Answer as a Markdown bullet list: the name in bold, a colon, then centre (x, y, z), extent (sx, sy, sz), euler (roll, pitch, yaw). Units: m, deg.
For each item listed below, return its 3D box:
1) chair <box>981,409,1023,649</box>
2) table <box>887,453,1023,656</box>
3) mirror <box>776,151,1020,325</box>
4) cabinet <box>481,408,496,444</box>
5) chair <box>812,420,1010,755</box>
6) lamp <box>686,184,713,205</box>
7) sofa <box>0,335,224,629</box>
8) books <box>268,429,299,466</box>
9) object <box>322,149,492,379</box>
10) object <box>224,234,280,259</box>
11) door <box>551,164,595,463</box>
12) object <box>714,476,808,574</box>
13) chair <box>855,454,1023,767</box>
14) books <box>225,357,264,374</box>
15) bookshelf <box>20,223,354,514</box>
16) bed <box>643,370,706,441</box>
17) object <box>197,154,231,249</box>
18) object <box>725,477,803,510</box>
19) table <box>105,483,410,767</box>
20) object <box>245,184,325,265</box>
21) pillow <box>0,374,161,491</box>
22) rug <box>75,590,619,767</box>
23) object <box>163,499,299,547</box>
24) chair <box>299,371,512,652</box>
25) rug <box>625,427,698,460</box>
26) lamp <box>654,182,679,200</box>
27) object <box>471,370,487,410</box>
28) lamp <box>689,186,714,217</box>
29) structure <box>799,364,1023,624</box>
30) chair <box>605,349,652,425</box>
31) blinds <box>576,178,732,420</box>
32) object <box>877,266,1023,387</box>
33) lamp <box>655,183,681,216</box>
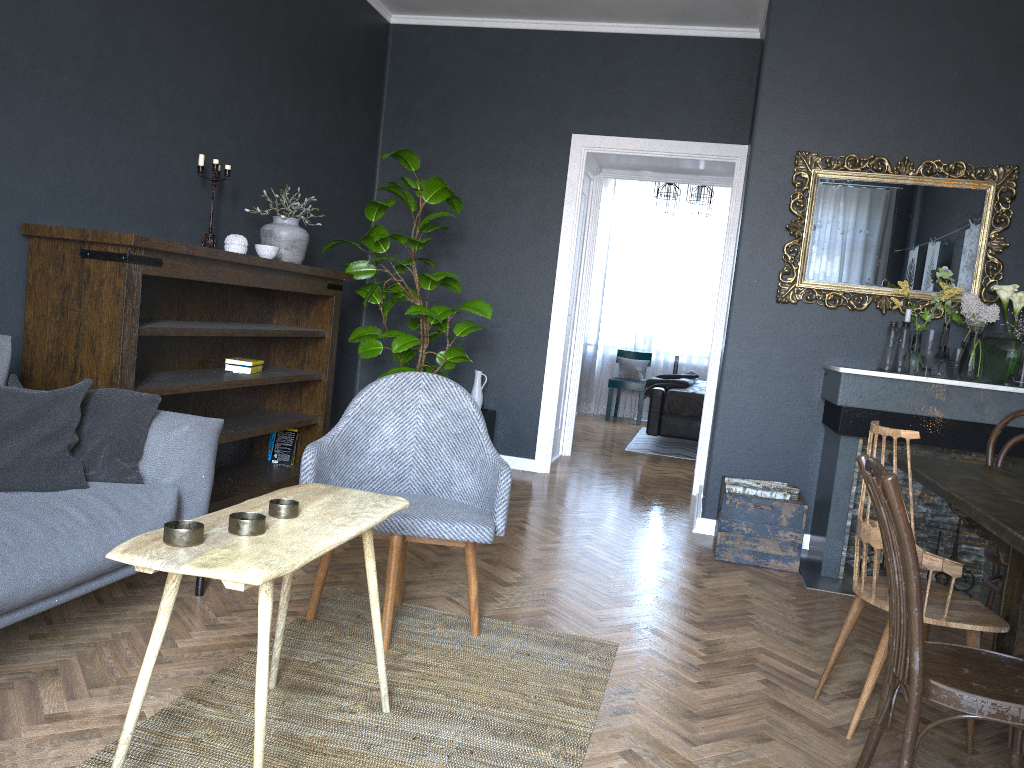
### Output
- **chair**: centre (1.777, 0.557, 2.897), extent (0.437, 0.922, 0.549), euler (8, 5, 15)
- **table**: centre (1.582, 0.694, 2.087), extent (1.125, 0.728, 1.603), euler (7, 5, 12)
- **mirror**: centre (1.909, -0.739, 4.429), extent (1.056, 0.785, 0.067), euler (7, 5, 12)
- **cabinet**: centre (-0.495, 0.344, 5.927), extent (0.650, 0.391, 0.456), euler (7, 5, 12)
- **chair**: centre (1.139, 0.553, 2.499), extent (0.384, 0.858, 0.455), euler (6, 5, -3)
- **lamp**: centre (1.714, -2.005, 7.918), extent (0.210, 0.770, 0.210), euler (9, 6, 26)
- **sofa**: centre (-1.616, 0.311, 1.956), extent (0.969, 0.799, 2.338), euler (7, 4, 12)
- **books**: centre (-1.262, 0.347, 4.908), extent (0.179, 0.193, 0.122), euler (8, 5, 15)
- **object**: centre (-0.631, -0.369, 5.171), extent (1.118, 1.901, 0.763), euler (7, 5, 6)
- **object**: centre (-1.227, -0.645, 4.190), extent (0.255, 0.104, 0.118), euler (5, 5, -23)
- **door**: centre (0.382, -0.509, 6.479), extent (0.162, 2.190, 0.856), euler (7, 5, 12)
- **object**: centre (1.214, 0.681, 4.384), extent (0.383, 0.326, 0.552), euler (7, 5, 12)
- **chair**: centre (0.941, 0.591, 1.876), extent (0.466, 0.821, 0.362), euler (7, 5, 12)
- **books**: centre (-1.315, -0.065, 4.413), extent (0.174, 0.113, 0.196), euler (6, 4, 1)
- **bookshelf**: centre (-1.365, -0.007, 4.062), extent (0.450, 1.174, 1.917), euler (7, 5, 12)
- **bed**: centre (2.468, 0.101, 8.378), extent (2.374, 1.163, 2.263), euler (7, 5, 12)
- **object**: centre (-1.386, -0.821, 4.055), extent (0.130, 0.438, 0.144), euler (2, 7, -42)
- **object**: centre (1.227, 0.606, 4.377), extent (0.369, 0.247, 0.532), euler (7, 5, 12)
- **table**: centre (-0.516, 0.562, 1.940), extent (0.339, 0.550, 0.787), euler (7, 5, 12)
- **object**: centre (-1.155, -0.816, 4.507), extent (0.385, 0.413, 0.275), euler (6, 5, -10)
- **pillow**: centre (-1.408, 0.110, 2.535), extent (0.442, 0.362, 0.797), euler (9, 5, 30)
- **rug**: centre (-0.350, 0.847, 2.060), extent (1.003, 0.013, 2.009), euler (7, 4, 12)
- **object**: centre (-0.540, 0.278, 1.789), extent (0.103, 0.033, 0.368), euler (8, 5, 23)
- **chair**: centre (-0.353, 0.377, 2.847), extent (0.645, 0.812, 0.494), euler (6, 5, -10)
- **rug**: centre (1.899, 0.614, 8.506), extent (1.457, 0.013, 2.043), euler (7, 4, 12)
- **lamp**: centre (1.474, -2.091, 8.263), extent (0.210, 0.715, 0.210), euler (9, 6, 26)
- **object**: centre (-0.325, 0.033, 5.902), extent (0.229, 0.268, 0.228), euler (2, 7, -44)
- **lamp**: centre (1.928, -2.065, 8.878), extent (0.210, 0.748, 0.210), euler (9, 6, 26)
- **structure**: centre (1.941, 0.462, 4.124), extent (1.065, 0.982, 0.833), euler (7, 5, 12)
- **chair**: centre (1.336, 0.025, 10.123), extent (0.435, 0.800, 0.592), euler (7, 5, 12)
- **blinds**: centre (2.077, -0.917, 10.317), extent (3.991, 2.793, 0.312), euler (7, 5, 12)
- **object**: centre (2.170, -0.289, 4.187), extent (0.726, 0.547, 0.474), euler (8, 5, 15)
- **lamp**: centre (1.557, -2.060, 8.646), extent (0.210, 0.805, 0.210), euler (9, 6, 26)
